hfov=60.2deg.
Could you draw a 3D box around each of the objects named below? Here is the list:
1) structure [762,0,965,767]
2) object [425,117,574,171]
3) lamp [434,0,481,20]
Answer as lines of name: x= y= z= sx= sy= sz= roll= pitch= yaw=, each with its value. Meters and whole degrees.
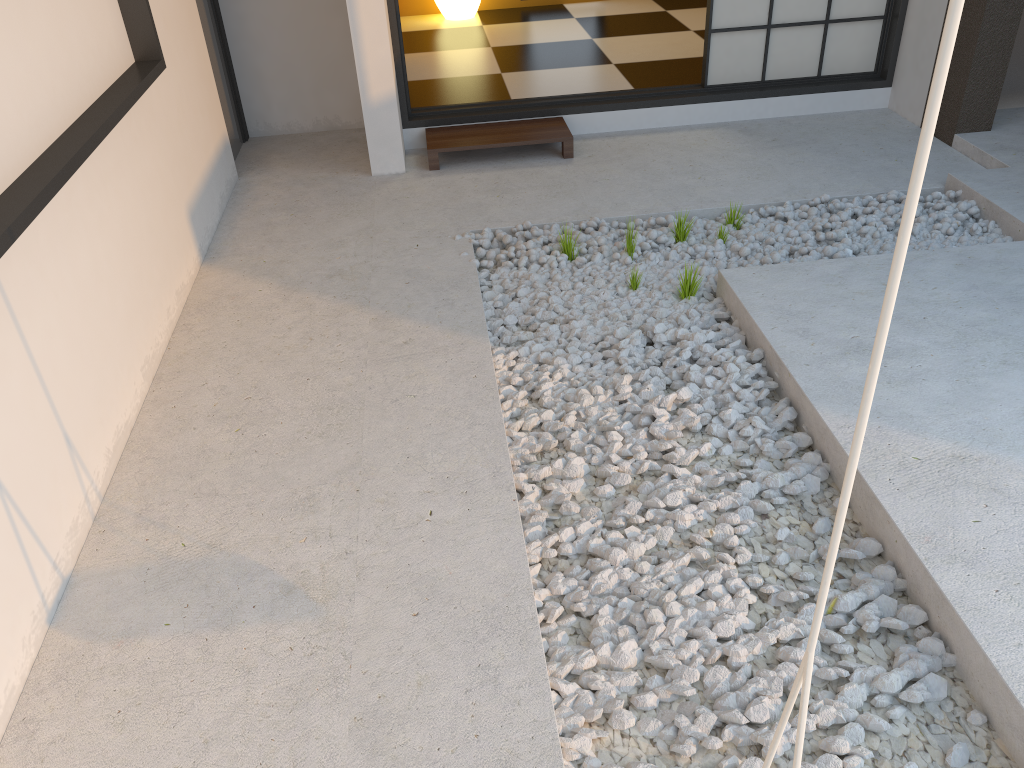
structure: x=0.470 y=-0.199 z=0.549 sx=0.462 sy=1.952 sz=0.123 roll=-6 pitch=35 yaw=-3
object: x=-0.070 y=-1.197 z=4.383 sx=0.702 sy=0.105 sz=0.334 roll=-6 pitch=34 yaw=-3
lamp: x=-0.405 y=-2.911 z=6.408 sx=0.385 sy=0.523 sz=0.379 roll=-12 pitch=36 yaw=-12
